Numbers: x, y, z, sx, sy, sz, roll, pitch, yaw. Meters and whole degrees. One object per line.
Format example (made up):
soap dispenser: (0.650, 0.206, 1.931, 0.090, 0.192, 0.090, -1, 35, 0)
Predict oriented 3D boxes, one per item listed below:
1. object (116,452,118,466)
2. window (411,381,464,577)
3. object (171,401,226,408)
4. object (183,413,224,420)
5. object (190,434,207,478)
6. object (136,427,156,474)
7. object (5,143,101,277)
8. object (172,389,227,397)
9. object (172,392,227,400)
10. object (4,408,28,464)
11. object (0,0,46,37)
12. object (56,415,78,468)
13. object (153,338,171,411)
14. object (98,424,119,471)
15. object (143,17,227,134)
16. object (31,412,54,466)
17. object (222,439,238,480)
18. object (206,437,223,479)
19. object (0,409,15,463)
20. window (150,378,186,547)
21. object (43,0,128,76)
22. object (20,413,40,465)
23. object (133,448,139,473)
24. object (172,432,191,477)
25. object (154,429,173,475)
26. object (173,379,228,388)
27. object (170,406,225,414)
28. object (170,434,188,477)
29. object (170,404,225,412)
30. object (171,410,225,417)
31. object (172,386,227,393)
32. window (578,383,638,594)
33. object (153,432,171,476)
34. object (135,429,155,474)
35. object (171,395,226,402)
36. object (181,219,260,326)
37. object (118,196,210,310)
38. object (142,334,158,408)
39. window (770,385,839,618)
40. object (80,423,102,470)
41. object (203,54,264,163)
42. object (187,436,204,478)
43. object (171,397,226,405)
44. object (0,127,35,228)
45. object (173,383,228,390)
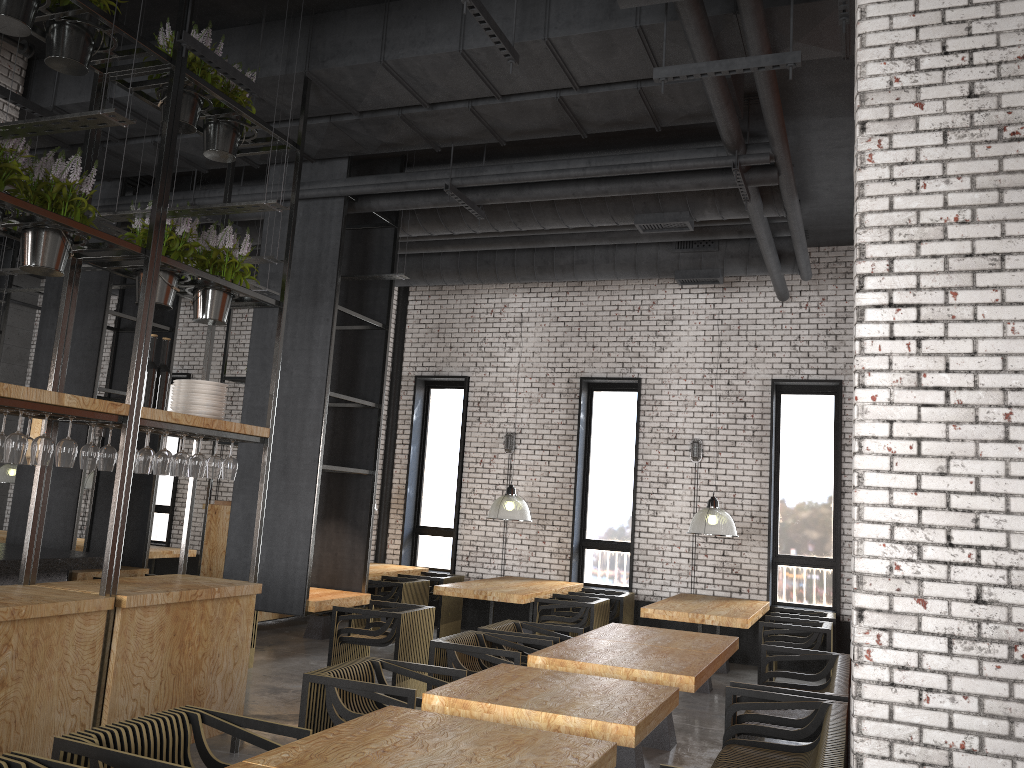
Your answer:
object: (-2.282, 0.389, 5.249, 0.101, 0.268, 0.100, 6, -9, -15)
window: (-1.000, 1.278, 12.294, 0.748, 2.707, 0.364, 0, -10, 21)
object: (-2.005, 0.141, 5.663, 0.334, 0.039, 0.334, 6, -8, -12)
object: (-2.010, 0.219, 5.651, 0.334, 0.033, 0.334, -1, -9, 30)
object: (-1.910, 0.437, 5.415, 0.101, 0.268, 0.100, 6, -9, -15)
object: (-2.065, 0.372, 5.018, 0.101, 0.268, 0.101, 9, -10, -31)
object: (-2.437, -0.861, 4.665, 0.416, 0.560, 0.466, 5, -9, -11)
object: (-2.000, 0.068, 5.675, 0.334, 0.041, 0.334, 5, -8, -9)
object: (-2.001, 0.087, 5.671, 0.335, 0.043, 0.333, 3, -8, 5)
object: (-2.367, 0.246, 4.245, 0.101, 0.268, 0.100, -2, -11, 35)
object: (-2.460, -2.036, 4.408, 0.467, 0.561, 0.415, -3, -11, 40)
object: (-2.261, 0.290, 4.516, 0.101, 0.268, 0.100, -2, -11, 35)
object: (-2.120, -0.045, 5.365, 0.098, 0.472, 0.098, 6, -9, -16)
object: (-2.331, 0.368, 5.122, 0.101, 0.268, 0.101, 9, -10, -31)
object: (-2.028, -1.856, 5.504, 0.416, 0.560, 0.466, 5, -8, -5)
object: (-2.314, 0.268, 4.381, 0.101, 0.268, 0.100, -2, -11, 35)
object: (-1.804, 0.481, 5.686, 0.101, 0.268, 0.100, 6, -9, -15)
object: (-1.857, 0.459, 5.551, 0.101, 0.268, 0.100, 6, -9, -15)
object: (-2.580, 0.264, 4.485, 0.101, 0.268, 0.100, -2, -11, 35)
window: (-5.451, 1.217, 14.038, 0.748, 2.707, 0.364, 0, -10, 21)
object: (-2.367, -1.977, 4.788, 0.467, 0.561, 0.415, 1, -9, 16)
object: (-2.527, 0.286, 4.620, 0.101, 0.268, 0.100, -2, -11, 35)
object: (-2.111, 0.353, 4.900, 0.101, 0.268, 0.101, 9, -10, -31)
object: (-1.962, 0.415, 5.280, 0.101, 0.268, 0.100, 6, -9, -15)
object: (-2.015, 0.393, 5.145, 0.101, 0.268, 0.100, 6, -9, -15)
object: (-1.996, 0.011, 5.684, 0.334, 0.039, 0.334, 4, -8, -5)
object: (-2.007, 0.180, 5.657, 0.334, 0.037, 0.334, 6, -8, -12)
object: (-2.123, 0.456, 5.655, 0.101, 0.268, 0.100, 6, -9, -15)
object: (-2.006, 0.161, 5.660, 0.334, 0.040, 0.334, 6, -8, -14)
object: (-2.009, 0.199, 5.655, 0.334, 0.046, 0.334, 4, -8, 2)
object: (-1.999, 0.049, 5.678, 0.334, 0.044, 0.334, 5, -8, -8)
window: (1.253, 1.309, 11.411, 0.748, 2.707, 0.364, 0, -10, 21)
object: (-2.176, 0.433, 5.520, 0.101, 0.268, 0.100, 6, -9, -15)
object: (-2.229, 0.411, 5.384, 0.101, 0.268, 0.100, 6, -9, -15)
object: (-2.002, 0.107, 5.668, 0.334, 0.039, 0.334, -1, -9, 29)
object: (-1.932, -0.674, 5.782, 0.416, 0.560, 0.466, 2, -9, 15)
object: (-2.143, -0.743, 5.383, 0.416, 0.561, 0.466, -1, -10, 29)
object: (-2.159, -0.062, 5.266, 0.098, 0.472, 0.098, 6, -9, -16)
window: (3.489, 1.339, 10.535, 0.748, 2.707, 0.364, 0, -10, 21)
object: (-2.377, 0.349, 5.005, 0.101, 0.268, 0.101, 9, -10, -31)
object: (-1.930, -1.790, 5.937, 0.415, 0.561, 0.467, 12, -12, -43)
object: (-2.070, 0.478, 5.790, 0.101, 0.268, 0.100, 6, -9, -15)
object: (-2.003, 0.122, 5.666, 0.334, 0.041, 0.334, -4, -11, 43)
object: (-2.566, -0.926, 4.254, 0.467, 0.561, 0.415, 9, -10, -29)
object: (-1.997, 0.030, 5.680, 0.335, 0.039, 0.334, 4, -8, -3)
